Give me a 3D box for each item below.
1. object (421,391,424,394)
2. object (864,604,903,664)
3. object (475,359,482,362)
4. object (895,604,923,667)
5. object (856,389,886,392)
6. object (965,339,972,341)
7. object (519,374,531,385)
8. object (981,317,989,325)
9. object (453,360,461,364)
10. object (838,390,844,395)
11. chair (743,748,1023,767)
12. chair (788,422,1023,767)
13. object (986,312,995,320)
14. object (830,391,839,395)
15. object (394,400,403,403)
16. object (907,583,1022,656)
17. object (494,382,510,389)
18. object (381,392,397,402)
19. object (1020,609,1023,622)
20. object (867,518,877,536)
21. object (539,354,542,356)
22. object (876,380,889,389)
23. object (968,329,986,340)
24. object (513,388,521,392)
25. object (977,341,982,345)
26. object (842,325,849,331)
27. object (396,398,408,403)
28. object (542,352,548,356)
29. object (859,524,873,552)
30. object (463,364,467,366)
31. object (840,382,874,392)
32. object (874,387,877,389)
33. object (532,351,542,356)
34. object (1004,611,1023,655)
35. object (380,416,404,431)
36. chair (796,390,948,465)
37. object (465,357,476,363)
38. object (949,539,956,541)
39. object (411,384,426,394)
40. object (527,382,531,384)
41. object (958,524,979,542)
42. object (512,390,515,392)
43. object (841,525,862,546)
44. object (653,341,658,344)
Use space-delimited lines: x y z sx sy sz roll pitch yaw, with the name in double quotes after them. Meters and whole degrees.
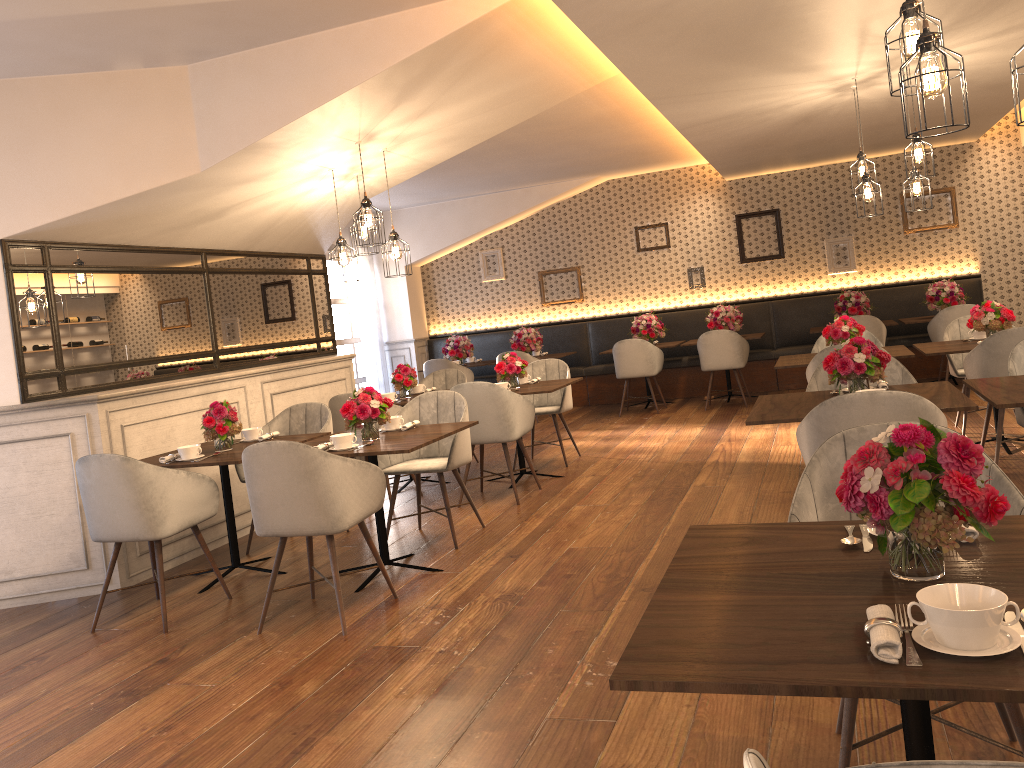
-0.729 0.062 7.499 0.025 0.024 0.193 -6 4 20 "object"
0.573 0.381 1.366 0.056 0.039 0.176 -6 4 20 "object"
-0.445 -0.314 11.791 0.056 0.039 0.176 -6 4 20 "object"
0.609 0.384 1.364 0.025 0.024 0.193 -6 4 20 "object"
1.525 0.064 3.754 0.148 0.072 0.148 -7 4 -3 "object"
3.291 -0.314 6.372 0.022 0.004 0.212 -5 5 20 "object"
0.083 -0.036 7.218 0.148 0.072 0.148 -8 4 -13 "object"
3.219 -0.430 6.024 0.049 0.052 0.078 -5 4 30 "object"
-0.721 -0.255 11.242 0.148 0.072 0.148 -8 4 -23 "object"
1.614 0.043 4.341 0.022 0.004 0.212 -5 5 20 "object"
0.563 0.718 0.986 0.564 0.871 0.528 -6 2 20 "chair"
1.015 0.567 2.233 0.564 0.871 0.528 -6 2 20 "chair"
3.233 -0.460 6.004 0.048 0.052 0.076 -7 3 -1 "object"
1.582 0.039 4.360 0.043 0.015 0.198 -6 5 16 "object"
-0.884 0.134 6.947 0.022 0.004 0.212 -5 5 20 "object"
0.678 0.354 1.328 0.149 0.072 0.148 -9 4 -28 "object"
-0.084 0.030 6.633 0.148 0.072 0.148 -8 4 -13 "object"
-0.969 0.110 6.948 0.148 0.072 0.148 -8 4 -13 "object"
0.793 0.371 1.309 0.043 0.015 0.198 -6 5 16 "object"
0.844 0.289 1.914 0.149 0.072 0.148 -9 4 -28 "object"
0.389 -0.381 11.484 0.025 0.024 0.193 -6 4 20 "object"
1.800 0.006 4.302 0.056 0.039 0.176 -6 4 20 "object"
3.368 -0.358 6.370 0.148 0.072 0.148 -7 4 -3 "object"
0.025 0.047 6.616 0.043 0.015 0.198 -5 5 23 "object"
3.097 -0.266 5.822 0.056 0.039 0.176 -6 4 20 "object"
2.376 -0.394 6.342 0.045 0.052 0.077 -8 3 -18 "object"
-0.861 0.127 6.932 0.043 0.015 0.198 -5 5 23 "object"
0.423 -0.392 11.481 0.056 0.039 0.176 -6 4 20 "object"
0.767 0.333 1.915 0.022 0.004 0.212 -5 5 20 "object"
-0.612 -0.238 11.226 0.043 0.015 0.198 -5 5 23 "object"
1.691 -0.001 4.340 0.148 0.072 0.148 -7 4 -3 "object"
1.765 0.017 4.305 0.025 0.024 0.193 -6 4 20 "object"
0.315 -0.399 11.519 0.148 0.072 0.148 -8 4 -23 "object"
0.763 0.379 1.327 0.022 0.004 0.212 -5 5 20 "object"
-0.681 0.226 5.031 0.148 0.072 0.148 -8 4 -13 "object"
1.412 0.428 3.417 0.564 0.871 0.528 -6 2 20 "chair"
-0.554 -0.321 11.828 0.148 0.072 0.148 -8 4 -23 "object"
0.918 0.307 1.879 0.025 0.024 0.193 -6 4 20 "object"
-0.803 0.044 7.534 0.148 0.072 0.148 -8 4 -13 "object"
0.157 -0.018 7.184 0.025 0.024 0.193 -6 4 20 "object"
0.953 0.296 1.876 0.056 0.039 0.176 -6 4 20 "object"
0.002 0.054 6.632 0.022 0.004 0.212 -5 5 20 "object"
0.735 0.329 1.934 0.043 0.015 0.198 -6 5 16 "object"
1.782 -0.515 10.998 0.056 0.039 0.176 -6 4 20 "object"
